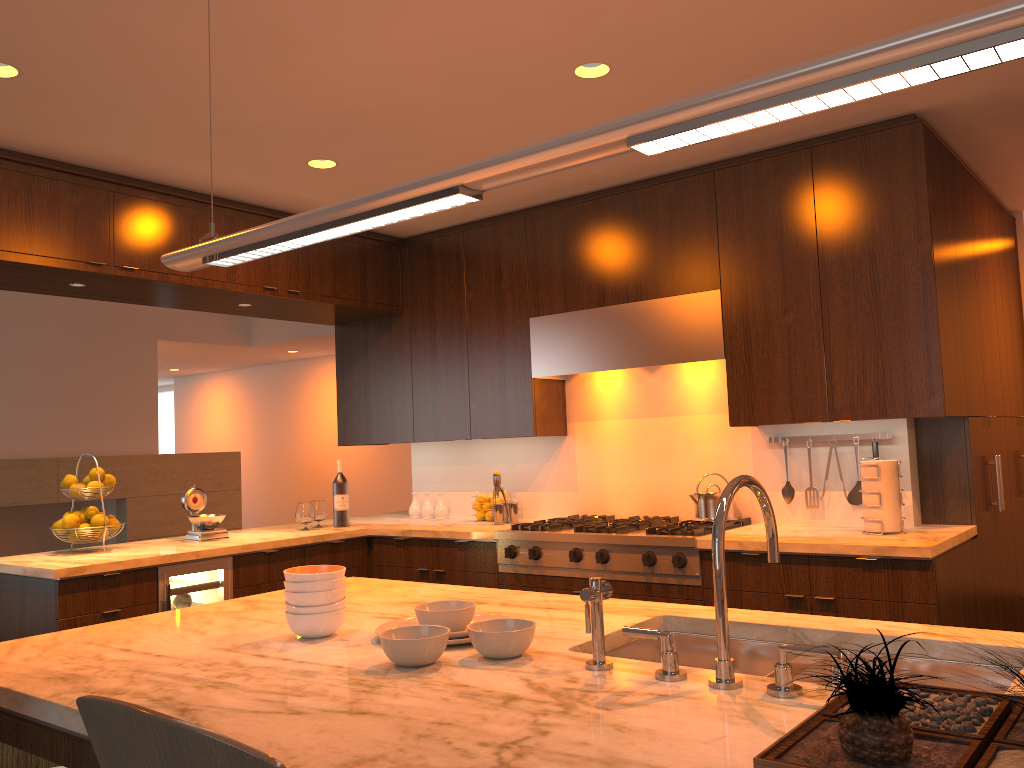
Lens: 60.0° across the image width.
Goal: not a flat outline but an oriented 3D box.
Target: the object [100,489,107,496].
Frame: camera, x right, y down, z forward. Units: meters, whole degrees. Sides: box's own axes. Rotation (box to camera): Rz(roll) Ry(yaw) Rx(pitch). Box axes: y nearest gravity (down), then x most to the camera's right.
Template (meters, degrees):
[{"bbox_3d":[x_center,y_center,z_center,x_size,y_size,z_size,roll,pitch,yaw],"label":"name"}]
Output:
[{"bbox_3d":[-1.963,0.501,4.208,0.071,0.072,0.071,-1,-4,-21],"label":"object"}]

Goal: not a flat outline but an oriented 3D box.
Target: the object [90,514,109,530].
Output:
[{"bbox_3d":[-1.897,0.634,4.079,0.077,0.074,0.078,1,-5,-37],"label":"object"}]

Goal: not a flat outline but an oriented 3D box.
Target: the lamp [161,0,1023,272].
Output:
[{"bbox_3d":[0.054,-0.772,1.693,2.465,0.765,0.120,-5,-5,38],"label":"lamp"}]

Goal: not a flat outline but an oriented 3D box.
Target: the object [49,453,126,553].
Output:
[{"bbox_3d":[-1.993,0.556,4.166,0.324,0.461,0.324,-2,-4,-3],"label":"object"}]

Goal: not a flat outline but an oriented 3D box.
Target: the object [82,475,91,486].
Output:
[{"bbox_3d":[-1.994,0.458,4.185,0.061,0.063,0.062,0,-5,-28],"label":"object"}]

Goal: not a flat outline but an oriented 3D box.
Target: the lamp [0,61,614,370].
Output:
[{"bbox_3d":[-4.114,-0.595,8.339,16.431,0.171,5.868,-5,-5,37],"label":"lamp"}]

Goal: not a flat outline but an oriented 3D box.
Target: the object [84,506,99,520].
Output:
[{"bbox_3d":[-1.944,0.596,4.101,0.060,0.063,0.062,2,-6,-45],"label":"object"}]

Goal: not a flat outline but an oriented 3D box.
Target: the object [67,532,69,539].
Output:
[{"bbox_3d":[-2.055,0.708,4.155,0.056,0.053,0.057,-2,-4,-2],"label":"object"}]

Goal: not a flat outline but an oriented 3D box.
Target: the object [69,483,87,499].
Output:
[{"bbox_3d":[-2.023,0.499,4.135,0.078,0.072,0.077,-3,-4,4],"label":"object"}]

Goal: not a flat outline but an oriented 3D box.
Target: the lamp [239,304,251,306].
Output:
[{"bbox_3d":[-1.420,-0.421,4.717,0.068,0.004,0.068,-4,-4,18],"label":"lamp"}]

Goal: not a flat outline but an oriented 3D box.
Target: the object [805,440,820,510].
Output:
[{"bbox_3d":[1.344,0.407,3.988,0.066,0.314,0.004,-5,-5,38],"label":"object"}]

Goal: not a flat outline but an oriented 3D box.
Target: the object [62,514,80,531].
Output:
[{"bbox_3d":[-2.001,0.628,4.028,0.068,0.077,0.079,-3,-4,14],"label":"object"}]

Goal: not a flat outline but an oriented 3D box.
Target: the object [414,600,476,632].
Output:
[{"bbox_3d":[-0.146,0.518,1.956,0.138,0.059,0.139,0,-5,-27],"label":"object"}]

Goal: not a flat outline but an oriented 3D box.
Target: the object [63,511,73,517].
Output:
[{"bbox_3d":[-2.061,0.630,4.140,0.067,0.071,0.069,-1,-4,-16],"label":"object"}]

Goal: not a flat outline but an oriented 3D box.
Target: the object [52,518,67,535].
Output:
[{"bbox_3d":[-2.067,0.655,4.070,0.077,0.077,0.077,1,-5,-41],"label":"object"}]

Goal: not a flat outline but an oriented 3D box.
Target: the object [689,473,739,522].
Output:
[{"bbox_3d":[0.946,0.525,4.157,0.221,0.218,0.221,-4,-4,22],"label":"object"}]

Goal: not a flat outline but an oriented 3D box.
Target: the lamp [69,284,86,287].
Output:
[{"bbox_3d":[-1.966,-0.449,4.014,0.068,0.004,0.068,-4,-4,18],"label":"lamp"}]

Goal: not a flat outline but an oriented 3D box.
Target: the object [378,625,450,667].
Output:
[{"bbox_3d":[-0.187,0.508,1.709,0.138,0.059,0.139,0,-5,-27],"label":"object"}]

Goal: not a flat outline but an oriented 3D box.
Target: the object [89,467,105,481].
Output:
[{"bbox_3d":[-1.944,0.425,4.155,0.068,0.072,0.071,-2,-4,-6],"label":"object"}]

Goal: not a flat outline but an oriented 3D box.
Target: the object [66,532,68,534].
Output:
[{"bbox_3d":[-2.102,0.683,4.202,0.057,0.055,0.057,-3,-4,9],"label":"object"}]

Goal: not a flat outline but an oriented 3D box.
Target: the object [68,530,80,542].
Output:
[{"bbox_3d":[-2.018,0.698,4.104,0.063,0.069,0.070,-2,-4,0],"label":"object"}]

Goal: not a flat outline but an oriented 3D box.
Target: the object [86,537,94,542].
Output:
[{"bbox_3d":[-1.984,0.713,4.164,0.062,0.062,0.062,-2,-4,-8],"label":"object"}]

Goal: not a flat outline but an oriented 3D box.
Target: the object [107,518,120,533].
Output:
[{"bbox_3d":[-1.905,0.675,4.224,0.073,0.072,0.071,-2,-4,-8],"label":"object"}]

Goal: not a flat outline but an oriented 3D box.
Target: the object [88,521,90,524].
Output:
[{"bbox_3d":[-2.019,0.657,4.167,0.062,0.063,0.058,-5,-5,34],"label":"object"}]

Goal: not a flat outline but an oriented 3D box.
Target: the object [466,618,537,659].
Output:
[{"bbox_3d":[-0.020,0.503,1.743,0.138,0.059,0.139,0,-5,-27],"label":"object"}]

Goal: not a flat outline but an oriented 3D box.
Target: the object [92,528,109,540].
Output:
[{"bbox_3d":[-1.922,0.691,4.132,0.078,0.075,0.078,-4,-4,16],"label":"object"}]

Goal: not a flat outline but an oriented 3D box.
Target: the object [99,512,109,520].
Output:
[{"bbox_3d":[-1.936,0.639,4.175,0.070,0.072,0.071,-2,-4,2],"label":"object"}]

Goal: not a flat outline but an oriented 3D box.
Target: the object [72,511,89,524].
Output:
[{"bbox_3d":[-1.998,0.623,4.097,0.077,0.075,0.077,-3,-4,11],"label":"object"}]

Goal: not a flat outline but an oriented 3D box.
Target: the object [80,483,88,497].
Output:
[{"bbox_3d":[-2.037,0.504,4.206,0.070,0.068,0.062,-2,-4,-3],"label":"object"}]

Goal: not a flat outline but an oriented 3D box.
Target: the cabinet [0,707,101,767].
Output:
[{"bbox_3d":[0.167,0.991,1.578,2.713,0.876,1.281,-5,-5,38],"label":"cabinet"}]

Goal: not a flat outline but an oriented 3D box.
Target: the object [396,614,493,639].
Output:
[{"bbox_3d":[-0.146,0.539,1.955,0.216,0.025,0.217,1,-5,-35],"label":"object"}]

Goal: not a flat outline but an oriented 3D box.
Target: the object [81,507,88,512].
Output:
[{"bbox_3d":[-1.991,0.604,4.164,0.063,0.059,0.061,-1,-4,-19],"label":"object"}]

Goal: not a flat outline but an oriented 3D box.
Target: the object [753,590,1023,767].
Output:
[{"bbox_3d":[0.599,0.338,0.994,0.497,0.231,0.503,-6,-5,38],"label":"object"}]

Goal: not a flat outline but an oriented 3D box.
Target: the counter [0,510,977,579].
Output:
[{"bbox_3d":[-0.015,0.722,4.129,3.616,0.038,3.187,-5,-5,38],"label":"counter"}]

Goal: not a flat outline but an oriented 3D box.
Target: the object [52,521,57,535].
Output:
[{"bbox_3d":[-2.107,0.670,4.140,0.068,0.069,0.065,-3,-4,15],"label":"object"}]

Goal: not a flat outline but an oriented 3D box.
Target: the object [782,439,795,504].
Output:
[{"bbox_3d":[1.257,0.400,4.052,0.061,0.296,0.020,-5,-5,36],"label":"object"}]

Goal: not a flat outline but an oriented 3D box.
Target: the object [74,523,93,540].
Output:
[{"bbox_3d":[-1.961,0.676,4.062,0.078,0.076,0.078,-4,-5,25],"label":"object"}]

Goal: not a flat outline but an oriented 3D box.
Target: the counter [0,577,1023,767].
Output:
[{"bbox_3d":[0.148,0.536,1.611,2.711,0.038,1.280,-5,-5,38],"label":"counter"}]

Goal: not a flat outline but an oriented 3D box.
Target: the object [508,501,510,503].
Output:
[{"bbox_3d":[-0.032,0.687,5.004,0.053,0.054,0.061,-4,-5,27],"label":"object"}]

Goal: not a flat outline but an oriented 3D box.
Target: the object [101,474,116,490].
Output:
[{"bbox_3d":[-1.911,0.462,4.193,0.071,0.074,0.070,0,-5,-31],"label":"object"}]

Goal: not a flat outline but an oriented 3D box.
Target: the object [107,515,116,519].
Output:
[{"bbox_3d":[-1.937,0.659,4.271,0.055,0.057,0.056,-2,-4,-7],"label":"object"}]

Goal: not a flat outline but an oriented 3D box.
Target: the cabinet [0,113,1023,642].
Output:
[{"bbox_3d":[-0.001,0.011,2.654,5.521,2.997,7.728,-5,-5,38],"label":"cabinet"}]

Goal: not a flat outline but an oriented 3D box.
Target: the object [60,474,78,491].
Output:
[{"bbox_3d":[-2.080,0.464,4.167,0.075,0.079,0.077,1,-6,-43],"label":"object"}]

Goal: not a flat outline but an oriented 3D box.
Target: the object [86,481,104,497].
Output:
[{"bbox_3d":[-1.943,0.487,4.135,0.078,0.077,0.077,1,-5,-35],"label":"object"}]
